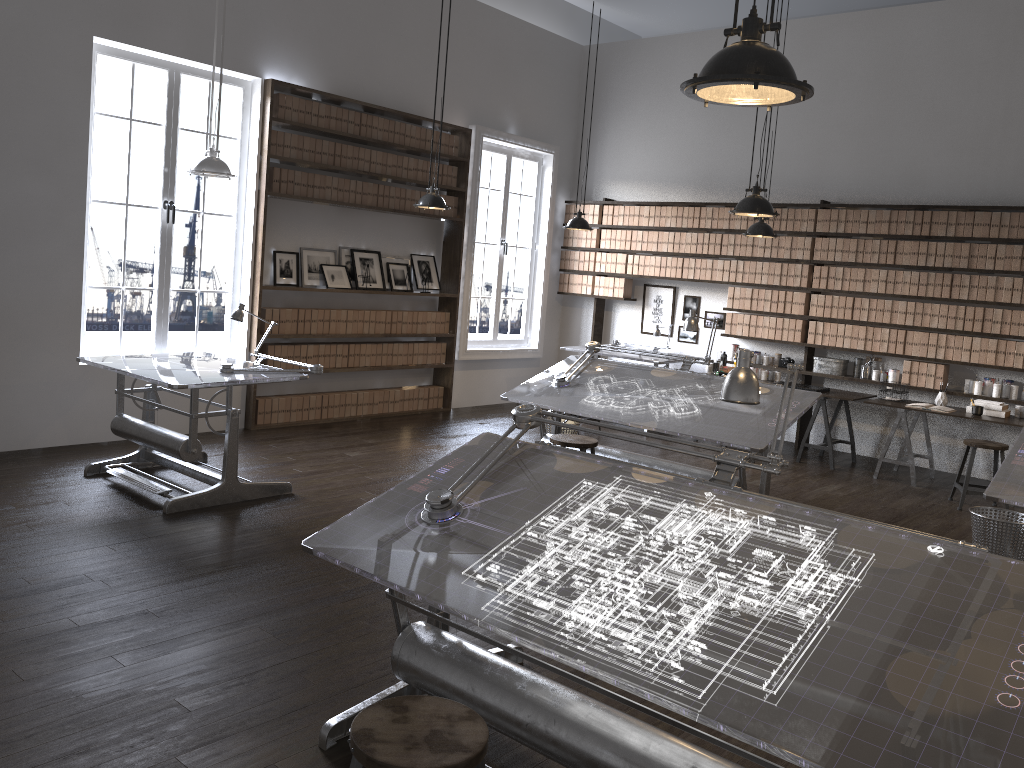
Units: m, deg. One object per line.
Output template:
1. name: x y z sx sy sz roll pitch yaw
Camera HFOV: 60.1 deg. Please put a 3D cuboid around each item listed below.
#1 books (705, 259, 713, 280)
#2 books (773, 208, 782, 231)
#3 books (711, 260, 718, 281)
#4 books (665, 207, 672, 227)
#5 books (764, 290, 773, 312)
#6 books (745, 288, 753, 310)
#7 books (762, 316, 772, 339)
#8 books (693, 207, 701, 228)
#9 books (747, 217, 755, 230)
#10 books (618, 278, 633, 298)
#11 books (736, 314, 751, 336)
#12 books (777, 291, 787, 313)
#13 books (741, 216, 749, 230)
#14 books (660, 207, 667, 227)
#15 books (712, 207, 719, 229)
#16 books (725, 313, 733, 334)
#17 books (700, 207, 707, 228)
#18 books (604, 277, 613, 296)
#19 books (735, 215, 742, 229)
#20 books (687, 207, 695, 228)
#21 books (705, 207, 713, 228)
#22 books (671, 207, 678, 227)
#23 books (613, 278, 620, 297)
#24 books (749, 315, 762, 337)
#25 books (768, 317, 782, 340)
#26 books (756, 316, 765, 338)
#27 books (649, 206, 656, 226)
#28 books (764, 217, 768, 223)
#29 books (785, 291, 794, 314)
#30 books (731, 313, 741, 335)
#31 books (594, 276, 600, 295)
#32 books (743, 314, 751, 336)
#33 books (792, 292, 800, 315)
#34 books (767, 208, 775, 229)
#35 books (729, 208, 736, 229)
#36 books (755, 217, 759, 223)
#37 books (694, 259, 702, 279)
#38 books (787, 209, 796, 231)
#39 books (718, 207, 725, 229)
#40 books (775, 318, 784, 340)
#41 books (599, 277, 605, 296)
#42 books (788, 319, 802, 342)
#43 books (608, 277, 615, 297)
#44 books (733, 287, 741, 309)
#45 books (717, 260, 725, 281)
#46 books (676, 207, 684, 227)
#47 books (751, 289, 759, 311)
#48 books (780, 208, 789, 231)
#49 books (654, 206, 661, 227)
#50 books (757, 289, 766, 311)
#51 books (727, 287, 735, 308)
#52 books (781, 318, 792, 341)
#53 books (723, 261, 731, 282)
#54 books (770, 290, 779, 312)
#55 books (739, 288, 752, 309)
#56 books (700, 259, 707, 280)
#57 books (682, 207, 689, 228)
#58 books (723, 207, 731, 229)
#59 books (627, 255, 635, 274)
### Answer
1. books: 2.147 -1.212 9.469 0.067 0.225 0.174 8 7 40
2. books: 2.726 -1.658 8.973 0.067 0.225 0.174 8 7 40
3. books: 2.201 -1.203 9.429 0.067 0.224 0.174 8 7 40
4. books: 1.773 -1.839 9.786 0.067 0.225 0.174 8 7 40
5. books: 2.649 -0.846 9.048 0.067 0.225 0.174 8 7 40
6. books: 2.489 -0.876 9.181 0.067 0.225 0.174 8 7 40
7. books: 2.634 -0.577 9.064 0.067 0.225 0.174 8 7 40
8. books: 2.035 -1.789 9.560 0.067 0.225 0.174 8 7 40
9. books: 2.514 -1.699 9.160 0.067 0.225 0.174 8 7 40
10. books: 1.307 -1.101 10.191 0.067 0.225 0.174 8 7 40
11. books: 2.420 -0.618 9.246 0.067 0.224 0.174 8 7 40
12. books: 2.759 -0.825 8.953 0.067 0.225 0.174 8 7 40
13. books: 2.458 -1.709 9.202 0.067 0.225 0.174 8 7 40
14. books: 1.723 -1.849 9.833 0.067 0.225 0.174 8 7 40
15. books: 2.203 -1.758 9.425 0.067 0.225 0.174 8 7 40
16. books: 2.320 -0.636 9.327 0.067 0.225 0.174 8 7 40
17. books: 2.096 -1.778 9.516 0.067 0.225 0.174 8 7 40
18. books: 1.150 -1.130 10.323 0.067 0.224 0.174 8 7 40
19. books: 2.404 -1.719 9.250 0.067 0.224 0.174 8 7 40
20. books: 1.983 -1.799 9.612 0.067 0.224 0.174 8 7 40
21. books: 2.147 -1.768 9.467 0.067 0.225 0.174 8 7 40
22. books: 1.826 -1.828 9.736 0.067 0.225 0.174 8 7 40
23. books: 1.255 -1.111 10.237 0.067 0.225 0.174 8 7 40
24. books: 2.530 -0.597 9.155 0.067 0.225 0.174 8 7 40
25. books: 2.687 -0.567 9.015 0.067 0.225 0.174 8 7 40
26. books: 2.584 -0.588 9.112 0.067 0.225 0.174 8 7 40
27. books: 1.613 -1.869 9.919 0.067 0.225 0.174 8 7 40
28. books: 2.618 -1.679 9.068 0.067 0.225 0.174 8 7 40
29. books: 2.819 -0.815 8.910 0.067 0.224 0.174 8 7 40
30. books: 2.374 -0.627 9.287 0.067 0.224 0.174 8 7 40
31. books: 1.045 -1.149 10.408 0.067 0.225 0.174 8 7 40
32. books: 2.474 -0.607 9.198 0.067 0.225 0.174 8 7 40
33. books: 2.875 -0.804 8.859 0.067 0.224 0.174 8 7 40
34. books: 2.671 -1.668 9.019 0.067 0.225 0.174 8 7 40
35. books: 2.358 -1.728 9.292 0.067 0.224 0.174 8 7 40
36. books: 2.568 -1.689 9.116 0.067 0.225 0.174 8 7 40
37. books: 2.046 -1.232 9.562 0.067 0.225 0.174 8 7 40
38. books: 2.834 -1.638 8.888 0.067 0.225 0.174 8 7 40
39. books: 2.257 -1.748 9.379 0.067 0.225 0.174 8 7 40
40. books: 2.742 -0.556 8.968 0.067 0.225 0.174 8 7 40
41. books: 1.102 -1.139 10.362 0.067 0.224 0.174 8 7 40
42. books: 2.844 -0.538 8.891 0.067 0.224 0.174 8 7 40
43. books: 1.198 -1.120 10.277 0.067 0.225 0.174 8 7 40
44. books: 2.393 -0.895 9.267 0.067 0.224 0.174 8 7 40
45. books: 2.248 -1.194 9.388 0.067 0.224 0.174 8 7 40
46. books: 1.881 -1.818 9.690 0.067 0.225 0.174 8 7 40
47. books: 2.544 -0.867 9.142 0.067 0.225 0.174 8 7 40
48. books: 2.777 -1.649 8.935 0.067 0.224 0.174 8 7 40
49. books: 1.669 -1.859 9.877 0.067 0.225 0.174 8 7 40
50. books: 2.598 -0.857 9.096 0.067 0.225 0.174 8 7 40
51. books: 2.337 -0.905 9.312 0.067 0.225 0.174 8 7 40
52. books: 2.793 -0.548 8.931 0.067 0.224 0.174 8 7 40
53. books: 2.301 -1.184 9.340 0.067 0.225 0.174 8 7 40
54. books: 2.706 -0.836 9.005 0.067 0.225 0.174 8 7 40
55. books: 2.442 -0.886 9.227 0.067 0.224 0.174 8 7 40
56. books: 2.100 -1.222 9.517 0.067 0.225 0.174 8 7 40
57. books: 1.932 -1.809 9.652 0.067 0.224 0.174 8 7 40
58. books: 2.304 -1.738 9.331 0.067 0.225 0.174 8 7 40
59. books: 1.396 -1.355 10.111 0.067 0.224 0.174 8 7 40
